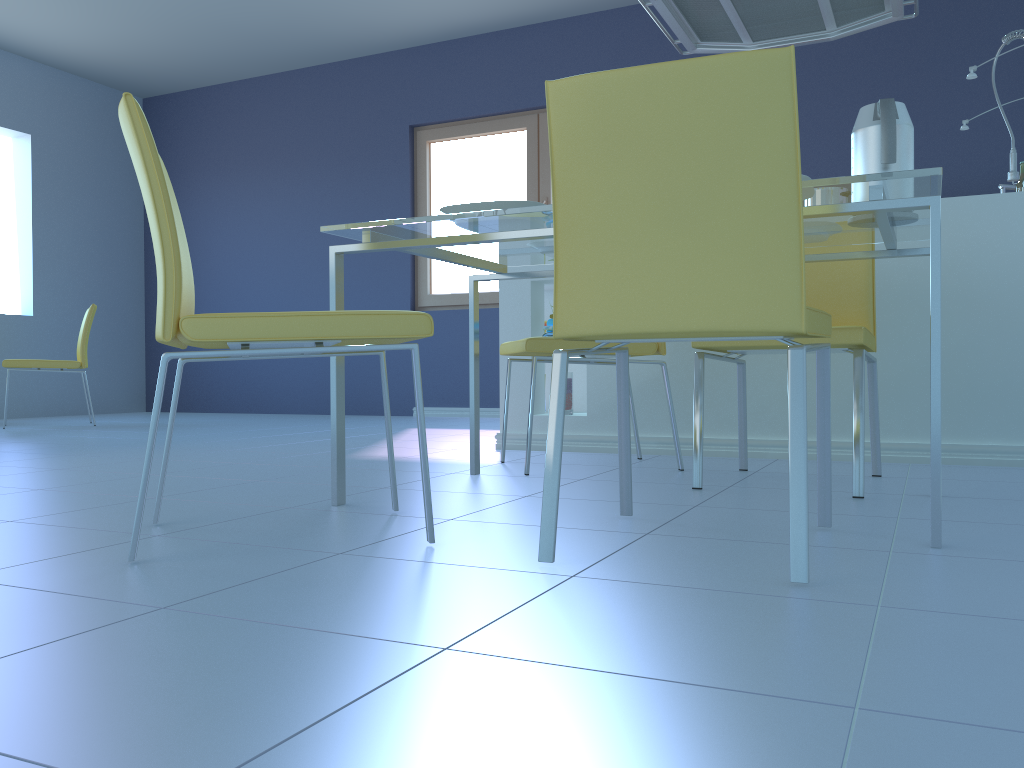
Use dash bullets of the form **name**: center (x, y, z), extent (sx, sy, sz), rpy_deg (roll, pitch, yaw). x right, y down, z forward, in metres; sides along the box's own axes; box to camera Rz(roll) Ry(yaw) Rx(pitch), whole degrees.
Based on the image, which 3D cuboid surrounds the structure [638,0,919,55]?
- **structure**: center (0.954, -1.782, 3.163), extent (0.895, 0.962, 0.695), rpy_deg (0, 1, 25)

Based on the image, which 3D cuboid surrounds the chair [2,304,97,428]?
- **chair**: center (-2.662, -0.109, 5.123), extent (0.484, 0.699, 0.387), rpy_deg (-1, 1, -29)

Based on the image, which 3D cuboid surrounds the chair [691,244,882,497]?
- **chair**: center (0.709, -0.103, 2.237), extent (0.387, 0.695, 0.484), rpy_deg (0, 1, 28)

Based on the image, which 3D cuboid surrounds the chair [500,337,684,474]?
- **chair**: center (0.235, -0.104, 2.656), extent (0.484, 0.695, 0.387), rpy_deg (0, 1, -11)

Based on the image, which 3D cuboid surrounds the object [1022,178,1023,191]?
- **object**: center (1.593, -0.604, 2.718), extent (0.052, 0.187, 0.052), rpy_deg (0, 1, 44)

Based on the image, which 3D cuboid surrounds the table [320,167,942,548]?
- **table**: center (0.284, -0.040, 1.937), extent (1.173, 0.590, 0.730), rpy_deg (0, 1, 25)

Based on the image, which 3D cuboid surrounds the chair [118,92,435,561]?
- **chair**: center (-0.412, -0.089, 1.546), extent (0.484, 0.695, 0.387), rpy_deg (-1, 1, -17)

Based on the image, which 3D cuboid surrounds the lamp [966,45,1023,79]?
- **lamp**: center (1.861, -1.198, 3.197), extent (0.400, 0.134, 0.037), rpy_deg (0, 1, 25)

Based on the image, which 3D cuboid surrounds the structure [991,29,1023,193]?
- **structure**: center (2.037, -0.982, 3.555), extent (0.178, 0.920, 0.308), rpy_deg (0, 1, 24)

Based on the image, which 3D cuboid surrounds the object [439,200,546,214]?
- **object**: center (-0.022, -0.343, 1.821), extent (0.228, 0.020, 0.228), rpy_deg (0, 1, 22)

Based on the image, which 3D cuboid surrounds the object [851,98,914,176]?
- **object**: center (0.752, -0.448, 1.788), extent (0.132, 0.222, 0.146), rpy_deg (-1, 1, -22)

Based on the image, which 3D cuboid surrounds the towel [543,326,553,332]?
- **towel**: center (0.221, -0.163, 2.645), extent (0.195, 0.027, 0.192), rpy_deg (-1, 1, -44)

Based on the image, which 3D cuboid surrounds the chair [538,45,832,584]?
- **chair**: center (0.292, -0.092, 1.414), extent (0.387, 0.695, 0.484), rpy_deg (0, 1, 23)

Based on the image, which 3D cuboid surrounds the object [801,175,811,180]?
- **object**: center (0.428, -0.343, 1.608), extent (0.228, 0.020, 0.228), rpy_deg (0, 1, 22)

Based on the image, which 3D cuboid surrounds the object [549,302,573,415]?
- **object**: center (0.186, -0.098, 3.242), extent (0.067, 0.423, 0.229), rpy_deg (-1, 1, -34)

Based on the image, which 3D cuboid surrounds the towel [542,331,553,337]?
- **towel**: center (0.219, -0.148, 2.642), extent (0.195, 0.024, 0.201), rpy_deg (-1, 1, -40)

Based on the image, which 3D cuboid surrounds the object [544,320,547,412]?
- **object**: center (0.124, -0.072, 3.540), extent (0.050, 0.365, 0.085), rpy_deg (0, 1, 23)

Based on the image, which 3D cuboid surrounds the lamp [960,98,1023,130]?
- **lamp**: center (2.189, -1.207, 3.890), extent (0.400, 0.134, 0.037), rpy_deg (0, 1, 25)

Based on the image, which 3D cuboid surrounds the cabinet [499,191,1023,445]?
- **cabinet**: center (1.237, -0.171, 3.909), extent (2.139, 0.800, 2.200), rpy_deg (0, 1, 25)

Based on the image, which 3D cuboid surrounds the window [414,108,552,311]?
- **window**: center (-0.002, -1.126, 5.767), extent (1.475, 1.263, 0.142), rpy_deg (0, 1, 25)

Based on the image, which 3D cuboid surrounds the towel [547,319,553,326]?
- **towel**: center (0.224, -0.179, 2.644), extent (0.195, 0.033, 0.190), rpy_deg (-1, 1, -38)

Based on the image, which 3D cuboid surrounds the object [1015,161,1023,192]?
- **object**: center (1.620, -0.607, 2.802), extent (0.052, 0.190, 0.052), rpy_deg (0, 1, -10)
